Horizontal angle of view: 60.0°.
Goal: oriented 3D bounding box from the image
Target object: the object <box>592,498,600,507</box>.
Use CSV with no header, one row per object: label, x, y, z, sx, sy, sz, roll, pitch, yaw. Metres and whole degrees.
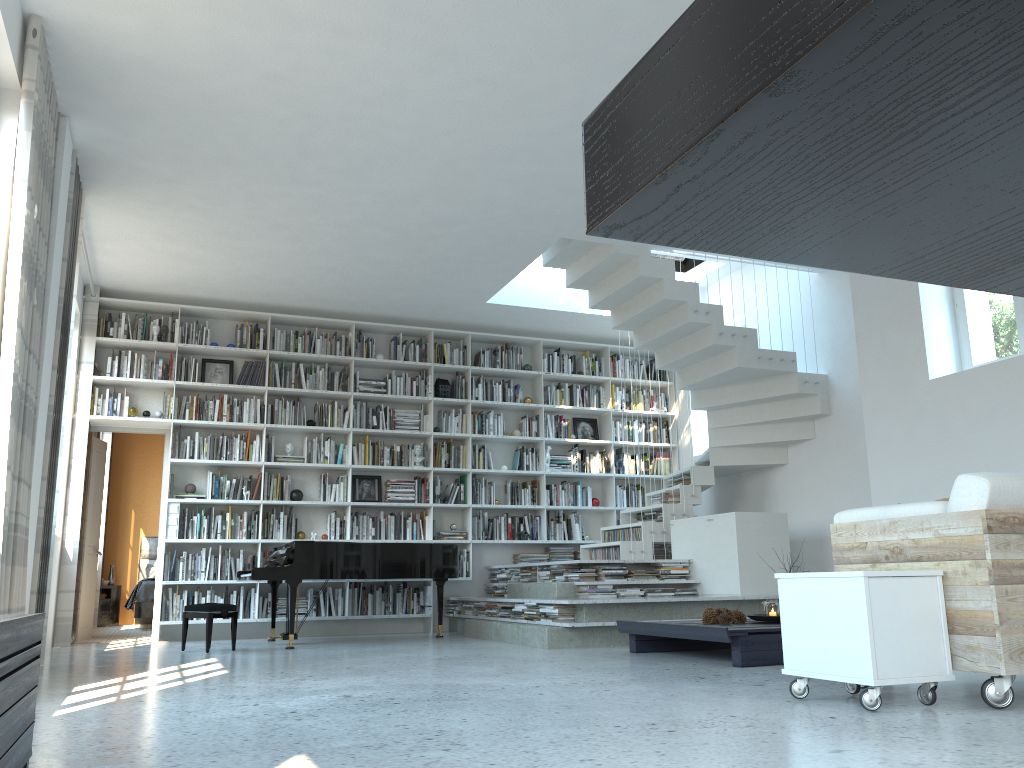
object,0.920,1.328,9.889,0.115,0.116,0.115,11,-17,-43

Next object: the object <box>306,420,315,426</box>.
object,-2.020,0.405,8.889,0.097,0.098,0.097,-7,-14,26

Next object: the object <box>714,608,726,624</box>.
object,1.328,1.482,5.662,0.094,0.108,0.108,-10,-15,35

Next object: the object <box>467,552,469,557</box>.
object,-0.462,1.865,9.153,0.011,0.259,0.142,4,-13,-21

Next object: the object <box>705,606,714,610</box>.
object,1.279,1.488,5.723,0.090,0.105,0.098,-1,-12,-1

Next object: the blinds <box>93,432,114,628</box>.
blinds,-5.451,1.568,11.808,0.140,3.223,0.778,4,-13,-21

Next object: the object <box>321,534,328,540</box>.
object,-1.840,1.505,8.706,0.061,0.062,0.061,-7,-14,26

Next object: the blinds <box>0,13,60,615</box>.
blinds,-2.465,-0.152,4.462,0.183,3.253,1.028,4,-13,-22

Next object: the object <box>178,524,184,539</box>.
object,-3.043,1.359,8.154,0.045,0.146,0.045,-5,-13,16

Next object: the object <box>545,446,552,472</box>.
object,0.385,0.817,9.635,0.087,0.287,0.075,-4,-12,13

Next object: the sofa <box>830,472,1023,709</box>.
sofa,2.554,0.876,3.908,2.195,0.852,0.873,4,-13,-21

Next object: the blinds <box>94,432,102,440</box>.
blinds,-4.422,0.981,9.272,0.140,3.223,0.778,4,-13,-21

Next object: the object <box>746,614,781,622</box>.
object,1.707,1.487,5.640,0.429,0.038,0.430,-5,-13,18

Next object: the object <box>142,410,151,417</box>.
object,-3.446,0.285,8.362,0.071,0.072,0.071,11,-17,-43

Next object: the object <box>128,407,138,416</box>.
object,-3.536,0.259,8.278,0.087,0.087,0.087,-7,-14,26

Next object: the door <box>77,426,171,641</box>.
door,-3.818,1.458,8.580,0.834,1.976,0.788,4,-13,-21

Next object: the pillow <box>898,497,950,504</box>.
pillow,1.779,0.631,3.658,0.200,0.338,0.463,5,-14,-27

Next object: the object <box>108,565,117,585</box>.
object,-5.329,2.545,11.806,0.091,0.267,0.091,-6,-13,24

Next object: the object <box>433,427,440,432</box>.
object,-0.792,0.486,9.300,0.071,0.072,0.072,-7,-14,26

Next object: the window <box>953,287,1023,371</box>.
window,3.430,-0.724,5.994,0.072,1.223,1.120,4,-13,-21

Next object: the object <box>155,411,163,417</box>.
object,-3.340,0.288,8.382,0.071,0.072,0.071,11,-17,-43

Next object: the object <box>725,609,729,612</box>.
object,1.424,1.521,5.812,0.078,0.100,0.086,-12,-16,41

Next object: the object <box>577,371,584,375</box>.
object,0.780,-0.109,10.076,0.071,0.072,0.072,-7,-14,26

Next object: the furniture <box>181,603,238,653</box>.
furniture,-2.291,1.838,6.712,0.468,0.352,0.240,-12,-17,42

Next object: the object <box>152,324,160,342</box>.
object,-3.382,-0.469,8.412,0.067,0.197,0.068,-5,-13,20

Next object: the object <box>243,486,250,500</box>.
object,-2.523,1.037,8.413,0.082,0.139,0.044,8,-15,-37

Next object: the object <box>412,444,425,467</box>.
object,-0.966,0.747,9.133,0.138,0.243,0.137,-9,-15,33

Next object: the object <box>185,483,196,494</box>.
object,-3.035,0.992,8.369,0.105,0.106,0.105,11,-17,-43

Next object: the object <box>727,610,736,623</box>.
object,1.411,1.496,5.697,0.106,0.086,0.091,1,-12,-8

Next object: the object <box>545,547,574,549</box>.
object,0.512,1.785,9.651,0.285,0.005,0.160,3,-13,-16

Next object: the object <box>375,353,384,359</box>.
object,-1.389,-0.269,9.289,0.105,0.105,0.105,11,-17,-43

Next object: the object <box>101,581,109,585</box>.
object,-5.362,2.620,11.667,0.118,0.061,0.118,2,-13,-14

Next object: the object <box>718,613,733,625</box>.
object,1.311,1.442,5.435,0.081,0.083,0.099,3,-13,-16

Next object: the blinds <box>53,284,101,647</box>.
blinds,-3.988,0.733,8.202,0.140,3.223,0.778,4,-13,-21

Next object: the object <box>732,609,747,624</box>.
object,1.434,1.472,5.593,0.083,0.099,0.092,3,-13,-16

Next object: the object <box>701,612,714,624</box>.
object,1.230,1.477,5.570,0.082,0.084,0.083,1,-12,-7

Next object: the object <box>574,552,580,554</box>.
object,0.852,1.866,9.786,0.328,0.008,0.208,4,-14,-21

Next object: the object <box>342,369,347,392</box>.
object,-1.696,-0.029,9.003,0.075,0.254,0.075,10,-16,-42

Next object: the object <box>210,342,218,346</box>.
object,-2.922,-0.366,8.699,0.083,0.083,0.082,11,-17,-43

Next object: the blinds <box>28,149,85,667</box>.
blinds,-2.960,0.146,5.666,0.140,3.223,0.778,4,-13,-21

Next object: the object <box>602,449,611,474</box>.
object,1.058,0.870,9.918,0.087,0.287,0.075,-4,-12,13

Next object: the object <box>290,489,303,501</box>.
object,-2.119,1.101,8.717,0.133,0.135,0.134,-7,-14,26

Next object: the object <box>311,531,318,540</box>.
object,-1.929,1.478,8.650,0.060,0.094,0.078,0,-12,-5

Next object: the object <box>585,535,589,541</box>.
object,0.820,1.703,9.792,0.071,0.072,0.072,-7,-14,26

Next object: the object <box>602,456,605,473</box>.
object,1.010,0.934,10.036,0.022,0.211,0.179,4,-13,-21

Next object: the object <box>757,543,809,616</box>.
object,1.743,1.233,5.617,0.309,0.520,0.436,-3,-12,8

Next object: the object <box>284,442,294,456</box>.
object,-2.210,0.648,8.802,0.095,0.156,0.121,1,-12,-8

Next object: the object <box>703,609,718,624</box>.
object,1.258,1.484,5.640,0.110,0.101,0.114,9,-16,-38

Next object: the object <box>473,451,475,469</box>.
object,-0.427,0.834,9.484,0.013,0.207,0.140,4,-13,-21

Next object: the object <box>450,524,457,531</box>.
object,-0.606,1.479,9.157,0.071,0.072,0.072,-7,-14,26

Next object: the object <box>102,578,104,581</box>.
object,-5.463,2.619,11.753,0.106,0.103,0.106,2,-13,-14

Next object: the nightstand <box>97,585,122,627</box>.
nightstand,-5.495,2.911,11.634,0.650,0.517,0.431,3,-13,-19

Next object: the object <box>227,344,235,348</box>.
object,-2.776,-0.356,8.756,0.083,0.083,0.082,11,-17,-43

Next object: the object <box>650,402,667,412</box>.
object,1.698,0.274,10.323,0.203,0.136,0.095,0,-12,-6

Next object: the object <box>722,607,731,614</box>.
object,1.388,1.503,5.762,0.099,0.102,0.097,-11,-16,38

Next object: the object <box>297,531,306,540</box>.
object,-2.064,1.484,8.666,0.091,0.092,0.091,11,-17,-43

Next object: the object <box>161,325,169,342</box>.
object,-3.306,-0.464,8.442,0.067,0.197,0.068,-5,-13,20

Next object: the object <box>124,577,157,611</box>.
object,-4.096,2.587,11.255,1.481,0.539,1.454,4,-14,-22
